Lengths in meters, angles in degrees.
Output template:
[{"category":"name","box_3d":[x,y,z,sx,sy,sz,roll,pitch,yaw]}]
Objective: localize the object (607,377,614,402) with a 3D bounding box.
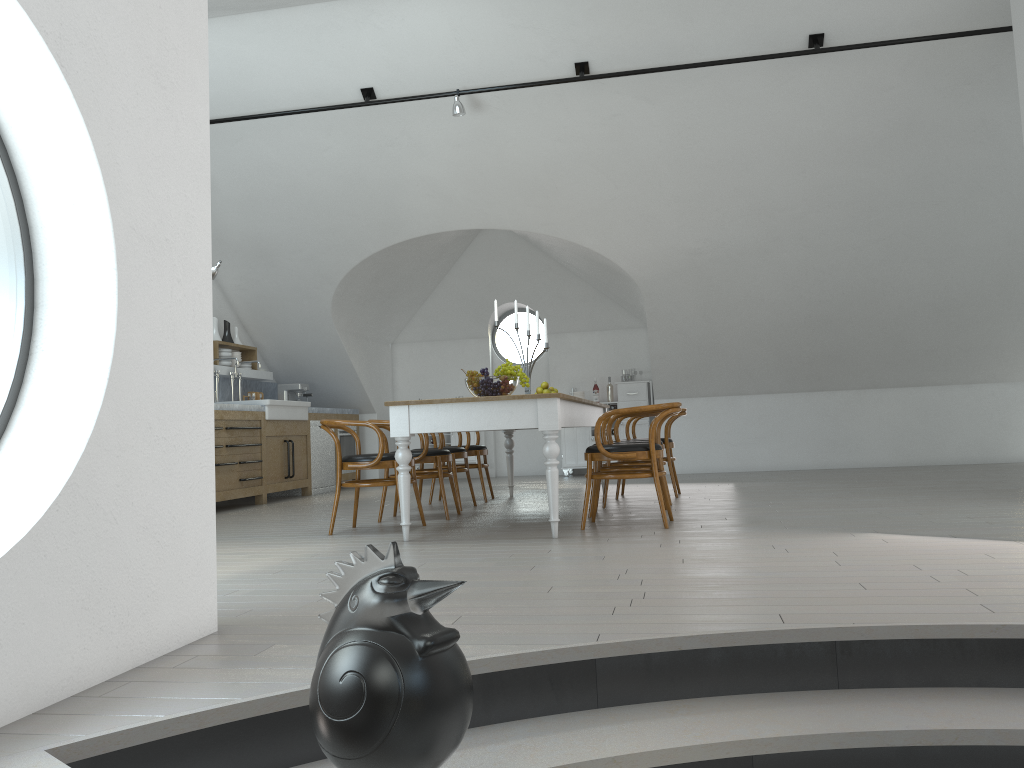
[{"category":"object","box_3d":[1.255,0.073,11.351,0.085,0.331,0.085,0,-5,-30]}]

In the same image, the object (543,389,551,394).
[{"category":"object","box_3d":[0.296,0.075,7.557,0.071,0.064,0.072,-3,-4,4]}]

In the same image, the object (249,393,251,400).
[{"category":"object","box_3d":[-2.970,0.202,10.060,0.019,0.196,0.022,-2,-5,-1]}]

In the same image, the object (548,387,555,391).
[{"category":"object","box_3d":[0.338,0.052,7.622,0.058,0.057,0.053,-4,-4,25]}]

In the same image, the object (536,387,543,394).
[{"category":"object","box_3d":[0.240,0.063,7.605,0.066,0.071,0.072,-1,-4,-20]}]

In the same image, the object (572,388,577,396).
[{"category":"object","box_3d":[0.808,0.148,11.639,0.115,0.209,0.065,-4,-5,13]}]

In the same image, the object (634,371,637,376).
[{"category":"object","box_3d":[1.575,-0.094,11.277,0.046,0.143,0.046,-4,-5,22]}]

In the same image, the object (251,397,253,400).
[{"category":"object","box_3d":[-2.952,0.210,10.050,0.019,0.179,0.044,0,-5,-24]}]

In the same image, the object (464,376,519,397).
[{"category":"object","box_3d":[-0.130,0.039,5.836,0.360,0.160,0.359,-2,-3,-9]}]

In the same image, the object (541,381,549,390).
[{"category":"object","box_3d":[0.283,0.015,7.627,0.072,0.074,0.072,-3,-4,11]}]

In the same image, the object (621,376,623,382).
[{"category":"object","box_3d":[1.448,-0.056,11.372,0.093,0.094,0.094,-6,-5,43]}]

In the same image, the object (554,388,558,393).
[{"category":"object","box_3d":[0.370,0.070,7.667,0.063,0.063,0.062,-1,-4,-27]}]

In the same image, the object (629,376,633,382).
[{"category":"object","box_3d":[1.497,-0.059,11.294,0.077,0.085,0.077,-4,-4,19]}]

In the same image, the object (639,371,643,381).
[{"category":"object","box_3d":[1.645,-0.096,11.297,0.046,0.143,0.046,-4,-5,22]}]

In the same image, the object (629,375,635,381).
[{"category":"object","box_3d":[1.539,-0.063,11.365,0.071,0.099,0.071,-4,-4,19]}]

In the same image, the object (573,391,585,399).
[{"category":"object","box_3d":[0.865,0.178,11.398,0.154,0.160,0.157,-6,-5,39]}]

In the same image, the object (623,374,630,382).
[{"category":"object","box_3d":[1.452,-0.071,11.221,0.082,0.105,0.081,1,-5,-41]}]

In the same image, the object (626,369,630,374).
[{"category":"object","box_3d":[1.503,-0.099,11.429,0.054,0.179,0.054,-3,-5,5]}]

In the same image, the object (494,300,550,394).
[{"category":"object","box_3d":[0.086,-0.277,6.812,0.265,0.877,0.773,-1,-4,-15]}]

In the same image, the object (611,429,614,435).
[{"category":"object","box_3d":[1.305,0.611,11.270,0.081,0.081,0.358,-3,-3,9]}]

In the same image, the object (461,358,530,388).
[{"category":"object","box_3d":[-0.110,-0.026,5.822,0.394,0.285,0.291,-1,-4,-25]}]

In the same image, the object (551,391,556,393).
[{"category":"object","box_3d":[0.350,0.095,7.587,0.071,0.072,0.070,-1,-4,-25]}]

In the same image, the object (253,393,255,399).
[{"category":"object","box_3d":[-2.936,0.198,10.074,0.040,0.193,0.042,2,-6,-43]}]

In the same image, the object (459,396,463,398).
[{"category":"object","box_3d":[-0.662,0.249,11.560,0.063,0.187,0.063,-2,-5,-4]}]

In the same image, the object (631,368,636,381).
[{"category":"object","box_3d":[1.566,-0.105,11.436,0.063,0.187,0.063,-2,-5,-3]}]

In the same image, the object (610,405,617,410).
[{"category":"object","box_3d":[1.295,0.307,11.290,0.087,0.085,0.359,-3,-3,11]}]

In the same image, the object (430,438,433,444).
[{"category":"object","box_3d":[-1.002,0.738,11.472,0.082,0.085,0.316,-3,-3,11]}]

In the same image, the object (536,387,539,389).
[{"category":"object","box_3d":[0.240,0.052,7.692,0.062,0.060,0.062,-3,-4,11]}]

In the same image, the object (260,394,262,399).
[{"category":"object","box_3d":[-2.919,0.208,10.282,0.040,0.193,0.042,0,-5,-29]}]

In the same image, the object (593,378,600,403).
[{"category":"object","box_3d":[1.080,0.083,11.390,0.081,0.330,0.081,-3,-5,7]}]

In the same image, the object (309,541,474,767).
[{"category":"object","box_3d":[-0.239,0.597,1.759,0.320,0.564,0.320,-1,-5,-16]}]

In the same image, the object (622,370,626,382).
[{"category":"object","box_3d":[1.429,-0.097,11.302,0.048,0.170,0.048,-7,-6,43]}]

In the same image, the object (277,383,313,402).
[{"category":"object","box_3d":[-2.569,0.162,10.651,0.386,0.321,0.324,-3,-4,11]}]
